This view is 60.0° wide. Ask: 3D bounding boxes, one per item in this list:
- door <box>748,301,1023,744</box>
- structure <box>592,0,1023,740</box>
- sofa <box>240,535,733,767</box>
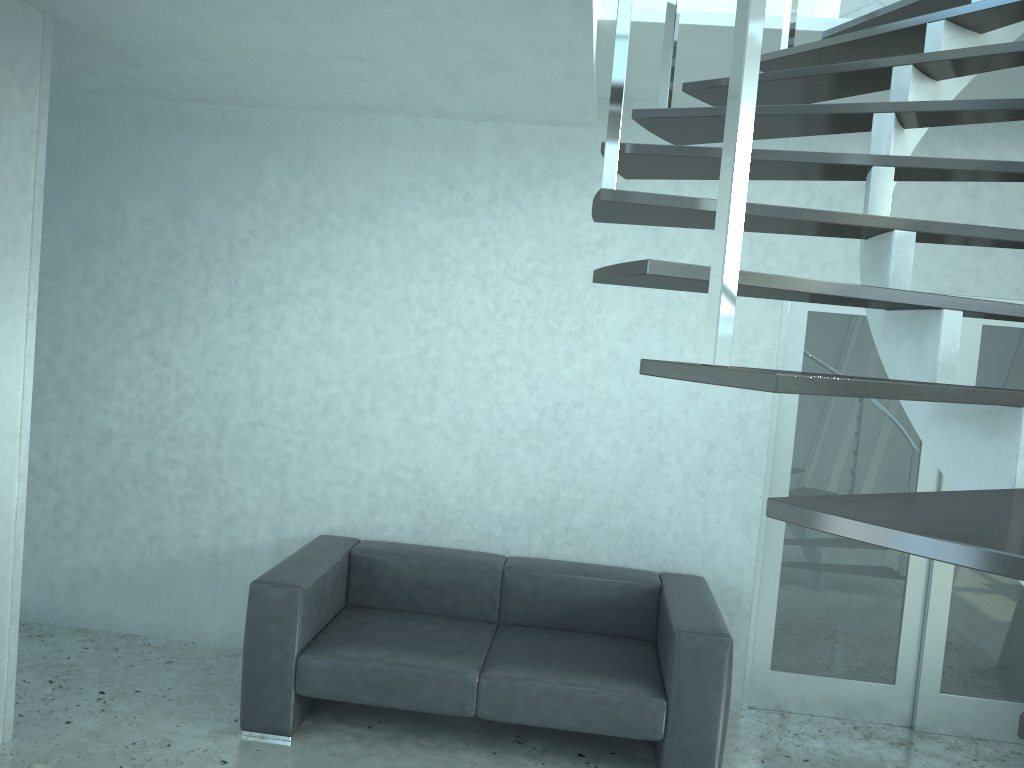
[{"bbox_3d":[2.657,0.331,4.710,2.576,3.200,1.162,3,4,-37],"label":"door"},{"bbox_3d":[1.477,-0.324,2.395,2.655,4.156,3.780,5,3,5],"label":"structure"},{"bbox_3d":[-0.091,1.189,4.031,2.025,0.652,0.943,5,3,5],"label":"sofa"}]
